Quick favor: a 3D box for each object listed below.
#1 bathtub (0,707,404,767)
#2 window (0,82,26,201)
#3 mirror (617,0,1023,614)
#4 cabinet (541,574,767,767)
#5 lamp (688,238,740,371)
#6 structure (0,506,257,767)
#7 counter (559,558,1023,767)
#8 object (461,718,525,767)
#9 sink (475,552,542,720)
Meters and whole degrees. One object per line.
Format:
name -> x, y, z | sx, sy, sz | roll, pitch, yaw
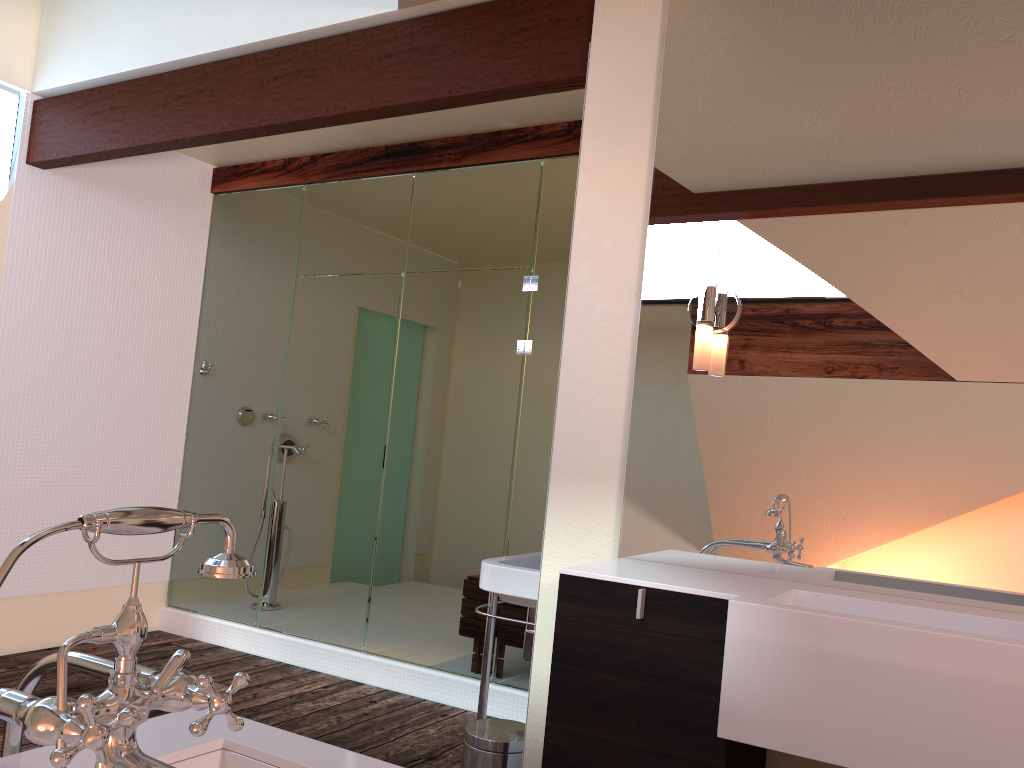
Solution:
bathtub -> 0.220, 0.920, 0.533 | 2.214, 0.692, 0.801 | 2, -4, 30
window -> -1.237, -1.161, 2.151 | 3.514, 0.675, 2.114 | 2, -5, 30
mirror -> 1.754, -0.345, 1.569 | 3.231, 1.840, 0.011 | 3, -3, 30
cabinet -> 0.953, 0.990, 1.679 | 1.854, 0.921, 0.387 | 3, -4, 30
lamp -> 0.496, -0.218, 2.229 | 0.131, 0.364, 0.083 | 4, -3, 30
structure -> -0.574, 0.705, 1.042 | 0.553, 1.118, 0.385 | 2, -4, 45
counter -> 0.967, 0.662, 1.668 | 1.853, 0.295, 0.443 | 2, -5, 30
object -> -0.044, 1.287, 2.612 | 0.223, 0.306, 0.223 | 5, -3, -5
sink -> 0.131, 1.048, 2.951 | 0.346, 0.784, 0.683 | 3, -4, 30
